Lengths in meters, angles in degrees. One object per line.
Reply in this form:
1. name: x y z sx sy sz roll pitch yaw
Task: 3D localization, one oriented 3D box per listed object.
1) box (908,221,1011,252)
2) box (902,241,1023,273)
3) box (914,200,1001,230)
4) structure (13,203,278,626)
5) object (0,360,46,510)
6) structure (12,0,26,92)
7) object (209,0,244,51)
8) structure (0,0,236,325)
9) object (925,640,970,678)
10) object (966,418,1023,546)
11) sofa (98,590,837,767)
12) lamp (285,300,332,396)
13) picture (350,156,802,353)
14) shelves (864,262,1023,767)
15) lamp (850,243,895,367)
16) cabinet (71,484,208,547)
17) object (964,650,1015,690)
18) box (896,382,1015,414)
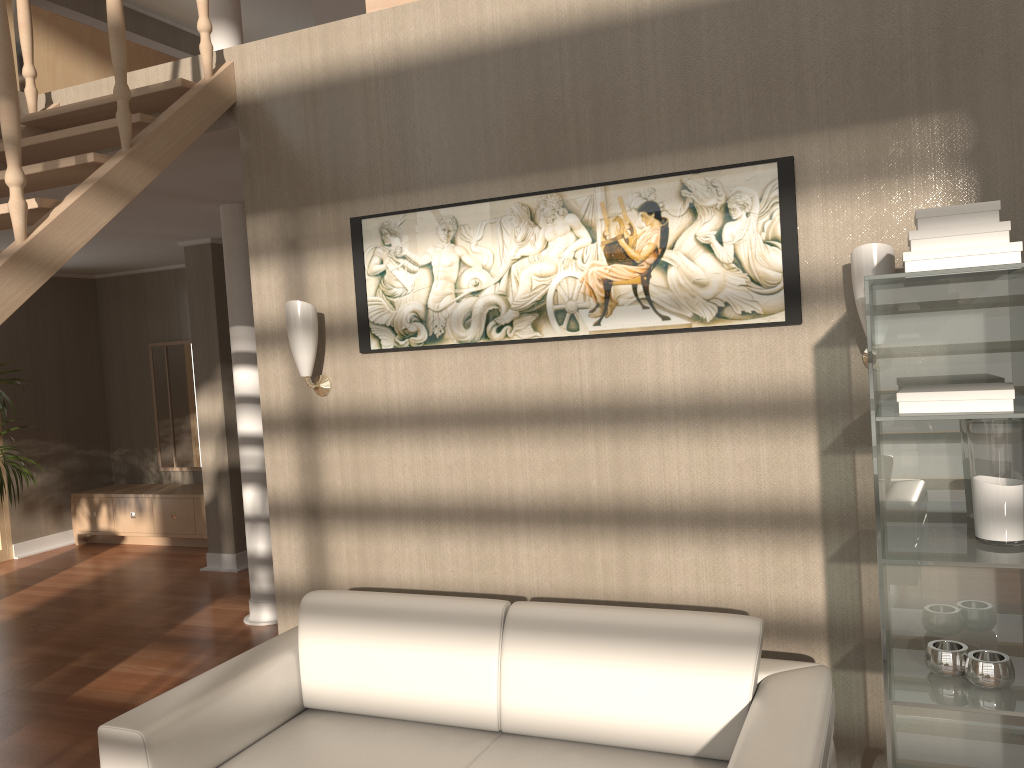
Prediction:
1. box: 1.019 -0.329 2.034 0.200 0.047 0.200 -3 3 24
2. box: 1.023 -0.282 2.033 0.232 0.047 0.232 -3 3 24
3. box: 1.015 -0.376 2.030 0.168 0.047 0.168 -3 3 24
4. structure: -1.053 0.120 4.179 8.342 2.533 10.775 -3 3 24
5. object: -3.951 0.605 5.134 2.109 2.304 2.157 -3 3 12
6. structure: -4.316 -1.501 2.964 3.475 0.900 3.300 -3 3 24
7. object: -1.674 -2.518 5.037 0.200 2.400 0.200 -3 3 24
8. structure: -2.085 -0.249 2.167 1.000 3.578 3.150 -3 3 24
9. object: 1.047 0.660 2.127 0.103 0.066 0.103 -1 3 43
10. object: 1.134 0.223 2.062 0.129 0.291 0.129 -4 2 -4
11. sofa: -0.096 1.034 2.392 1.781 0.740 0.905 -3 3 24
12. lamp: -0.744 -0.126 3.232 0.112 0.353 0.153 -3 3 24
13. picture: 0.136 -0.388 2.900 1.531 0.487 0.018 -3 3 24
14. shelves: 1.066 0.539 2.087 0.400 1.600 0.403 -3 3 24
15. lamp: 1.009 -0.208 2.465 0.112 0.353 0.153 -3 3 24
16. cabinet: -2.894 1.132 7.634 1.911 0.458 0.500 -3 3 24
17. object: 1.101 0.660 2.045 0.103 0.066 0.103 -1 3 43
18. box: 1.026 0.032 2.048 0.232 0.047 0.232 -2 3 29
